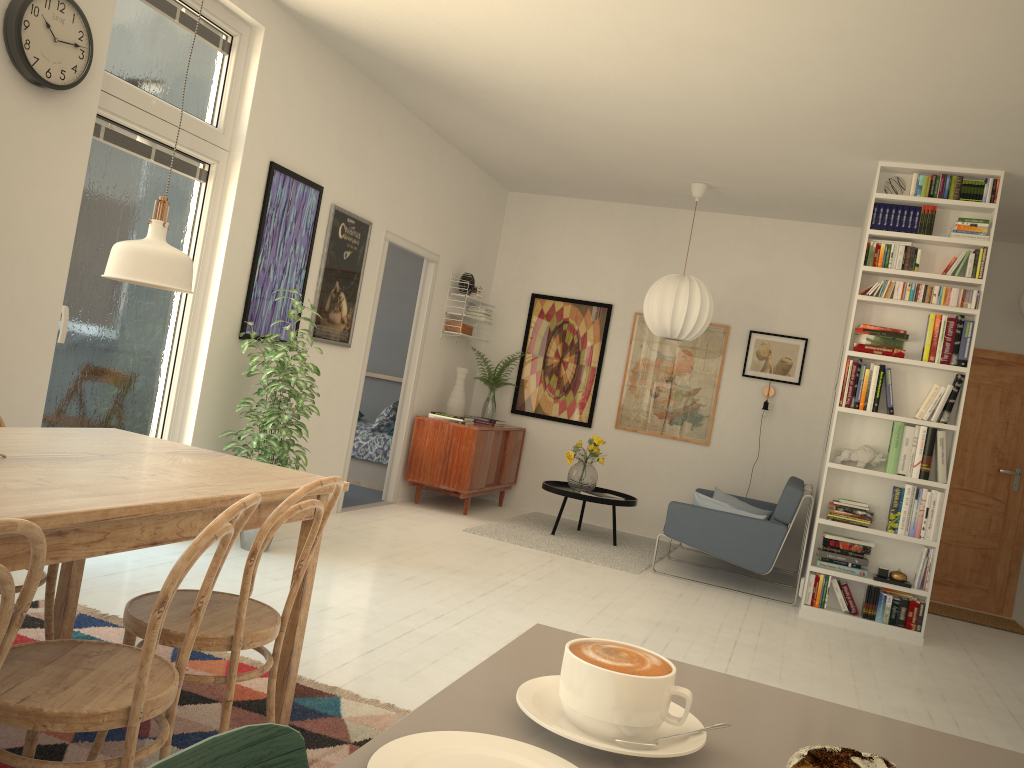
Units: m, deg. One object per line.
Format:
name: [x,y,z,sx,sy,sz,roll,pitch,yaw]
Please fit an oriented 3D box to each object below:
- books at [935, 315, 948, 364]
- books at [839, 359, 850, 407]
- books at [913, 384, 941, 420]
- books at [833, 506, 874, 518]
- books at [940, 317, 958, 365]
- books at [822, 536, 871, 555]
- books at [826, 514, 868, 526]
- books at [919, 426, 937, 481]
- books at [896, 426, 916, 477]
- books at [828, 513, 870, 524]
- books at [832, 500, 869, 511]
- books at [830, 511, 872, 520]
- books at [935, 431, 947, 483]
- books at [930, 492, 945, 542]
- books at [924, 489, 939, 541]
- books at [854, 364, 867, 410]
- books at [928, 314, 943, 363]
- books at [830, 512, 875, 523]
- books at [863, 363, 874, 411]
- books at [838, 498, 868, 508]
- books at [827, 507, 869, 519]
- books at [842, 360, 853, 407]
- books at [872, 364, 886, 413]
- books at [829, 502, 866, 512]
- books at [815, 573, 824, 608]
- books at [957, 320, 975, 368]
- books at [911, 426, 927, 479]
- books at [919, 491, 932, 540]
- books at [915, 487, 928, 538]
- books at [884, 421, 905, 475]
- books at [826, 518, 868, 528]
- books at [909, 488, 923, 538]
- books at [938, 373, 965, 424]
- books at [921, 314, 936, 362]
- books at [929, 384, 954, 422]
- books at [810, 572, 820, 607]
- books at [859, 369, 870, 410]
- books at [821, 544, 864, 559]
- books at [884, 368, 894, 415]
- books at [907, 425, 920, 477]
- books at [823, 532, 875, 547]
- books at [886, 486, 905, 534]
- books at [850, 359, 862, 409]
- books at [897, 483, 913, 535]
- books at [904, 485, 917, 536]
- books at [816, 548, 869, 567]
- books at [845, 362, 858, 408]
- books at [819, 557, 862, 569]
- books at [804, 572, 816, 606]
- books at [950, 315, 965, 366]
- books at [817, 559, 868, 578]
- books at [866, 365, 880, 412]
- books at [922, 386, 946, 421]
books: [2.655,-0.266,5.512,0.029,0.301,0.185,10,0,19]
books: [2.125,0.001,5.679,0.021,0.301,0.222,10,0,19]
books: [2.567,0.114,5.487,0.115,0.232,0.133,10,0,19]
books: [2.163,0.801,5.602,0.236,0.025,0.163,10,0,25]
books: [2.693,-0.254,5.492,0.059,0.291,0.182,10,0,19]
books: [2.111,1.015,5.605,0.285,0.047,0.185,10,0,19]
books: [2.111,0.857,5.597,0.247,0.014,0.172,10,0,18]
books: [2.565,0.429,5.495,0.056,0.327,0.202,10,0,19]
books: [2.447,0.419,5.535,0.065,0.311,0.199,10,0,19]
books: [2.126,0.848,5.601,0.248,0.009,0.170,10,0,22]
books: [2.142,0.765,5.613,0.212,0.017,0.165,10,0,16]
books: [2.136,0.826,5.606,0.250,0.008,0.135,10,0,15]
books: [2.639,0.448,5.476,0.099,0.316,0.228,10,0,19]
books: [2.609,0.810,5.468,0.039,0.303,0.229,10,0,19]
books: [2.566,0.801,5.451,0.037,0.308,0.161,10,0,19]
books: [2.207,0.022,5.635,0.030,0.289,0.200,10,0,19]
books: [2.626,-0.272,5.528,0.039,0.302,0.199,10,0,19]
books: [2.159,0.841,5.618,0.255,0.014,0.197,10,0,28]
books: [2.257,0.026,5.629,0.020,0.304,0.193,10,0,19]
books: [2.148,0.748,5.590,0.166,0.019,0.127,10,0,12]
books: [2.117,0.812,5.594,0.238,0.012,0.120,10,0,14]
books: [2.140,0.004,5.668,0.015,0.301,0.207,10,0,19]
books: [2.306,0.032,5.589,0.033,0.306,0.150,10,0,19]
books: [2.124,0.776,5.609,0.221,0.010,0.169,10,0,22]
books: [1.951,1.302,5.631,0.020,0.211,0.184,10,0,19]
books: [2.780,-0.238,5.460,0.054,0.289,0.179,10,0,19]
books: [2.522,0.423,5.515,0.037,0.324,0.240,10,0,19]
books: [2.539,0.804,5.471,0.022,0.291,0.208,10,0,19]
books: [2.523,0.793,5.492,0.025,0.305,0.213,10,0,19]
books: [2.391,0.399,5.551,0.056,0.328,0.228,10,0,19]
books: [2.115,0.870,5.597,0.247,0.009,0.170,10,0,22]
books: [2.484,0.791,5.471,0.035,0.304,0.150,10,0,19]
books: [2.704,0.095,5.466,0.092,0.319,0.179,10,0,19]
books: [2.596,-0.280,5.545,0.032,0.300,0.200,10,0,19]
books: [2.651,0.124,5.490,0.092,0.244,0.196,10,0,19]
books: [1.930,1.301,5.643,0.026,0.206,0.187,10,0,19]
books: [2.228,0.042,5.620,0.024,0.260,0.199,10,0,19]
books: [2.086,1.055,5.609,0.247,0.039,0.143,10,0,16]
books: [2.369,0.051,5.579,0.093,0.288,0.200,10,0,19]
books: [2.496,0.420,5.538,0.023,0.321,0.235,10,0,19]
books: [2.126,0.980,5.618,0.297,0.024,0.162,10,0,10]
books: [2.388,0.781,5.533,0.057,0.284,0.200,10,0,19]
books: [2.187,0.004,5.645,0.021,0.317,0.179,10,0,19]
books: [2.439,0.775,5.528,0.037,0.312,0.241,10,0,19]
books: [2.469,0.781,5.520,0.027,0.311,0.228,10,0,19]
books: [2.085,1.091,5.607,0.297,0.039,0.165,10,0,14]
books: [2.160,0.012,5.653,0.032,0.291,0.203,10,0,19]
books: [2.077,1.122,5.624,0.241,0.024,0.168,10,0,14]
books: [1.899,1.300,5.657,0.039,0.199,0.185,10,0,19]
books: [2.738,-0.259,5.477,0.039,0.317,0.161,10,0,19]
books: [2.094,1.159,5.616,0.297,0.038,0.204,10,0,24]
books: [2.277,0.033,5.607,0.032,0.291,0.189,10,0,19]
books: [2.602,0.122,5.482,0.106,0.225,0.138,10,0,19]
